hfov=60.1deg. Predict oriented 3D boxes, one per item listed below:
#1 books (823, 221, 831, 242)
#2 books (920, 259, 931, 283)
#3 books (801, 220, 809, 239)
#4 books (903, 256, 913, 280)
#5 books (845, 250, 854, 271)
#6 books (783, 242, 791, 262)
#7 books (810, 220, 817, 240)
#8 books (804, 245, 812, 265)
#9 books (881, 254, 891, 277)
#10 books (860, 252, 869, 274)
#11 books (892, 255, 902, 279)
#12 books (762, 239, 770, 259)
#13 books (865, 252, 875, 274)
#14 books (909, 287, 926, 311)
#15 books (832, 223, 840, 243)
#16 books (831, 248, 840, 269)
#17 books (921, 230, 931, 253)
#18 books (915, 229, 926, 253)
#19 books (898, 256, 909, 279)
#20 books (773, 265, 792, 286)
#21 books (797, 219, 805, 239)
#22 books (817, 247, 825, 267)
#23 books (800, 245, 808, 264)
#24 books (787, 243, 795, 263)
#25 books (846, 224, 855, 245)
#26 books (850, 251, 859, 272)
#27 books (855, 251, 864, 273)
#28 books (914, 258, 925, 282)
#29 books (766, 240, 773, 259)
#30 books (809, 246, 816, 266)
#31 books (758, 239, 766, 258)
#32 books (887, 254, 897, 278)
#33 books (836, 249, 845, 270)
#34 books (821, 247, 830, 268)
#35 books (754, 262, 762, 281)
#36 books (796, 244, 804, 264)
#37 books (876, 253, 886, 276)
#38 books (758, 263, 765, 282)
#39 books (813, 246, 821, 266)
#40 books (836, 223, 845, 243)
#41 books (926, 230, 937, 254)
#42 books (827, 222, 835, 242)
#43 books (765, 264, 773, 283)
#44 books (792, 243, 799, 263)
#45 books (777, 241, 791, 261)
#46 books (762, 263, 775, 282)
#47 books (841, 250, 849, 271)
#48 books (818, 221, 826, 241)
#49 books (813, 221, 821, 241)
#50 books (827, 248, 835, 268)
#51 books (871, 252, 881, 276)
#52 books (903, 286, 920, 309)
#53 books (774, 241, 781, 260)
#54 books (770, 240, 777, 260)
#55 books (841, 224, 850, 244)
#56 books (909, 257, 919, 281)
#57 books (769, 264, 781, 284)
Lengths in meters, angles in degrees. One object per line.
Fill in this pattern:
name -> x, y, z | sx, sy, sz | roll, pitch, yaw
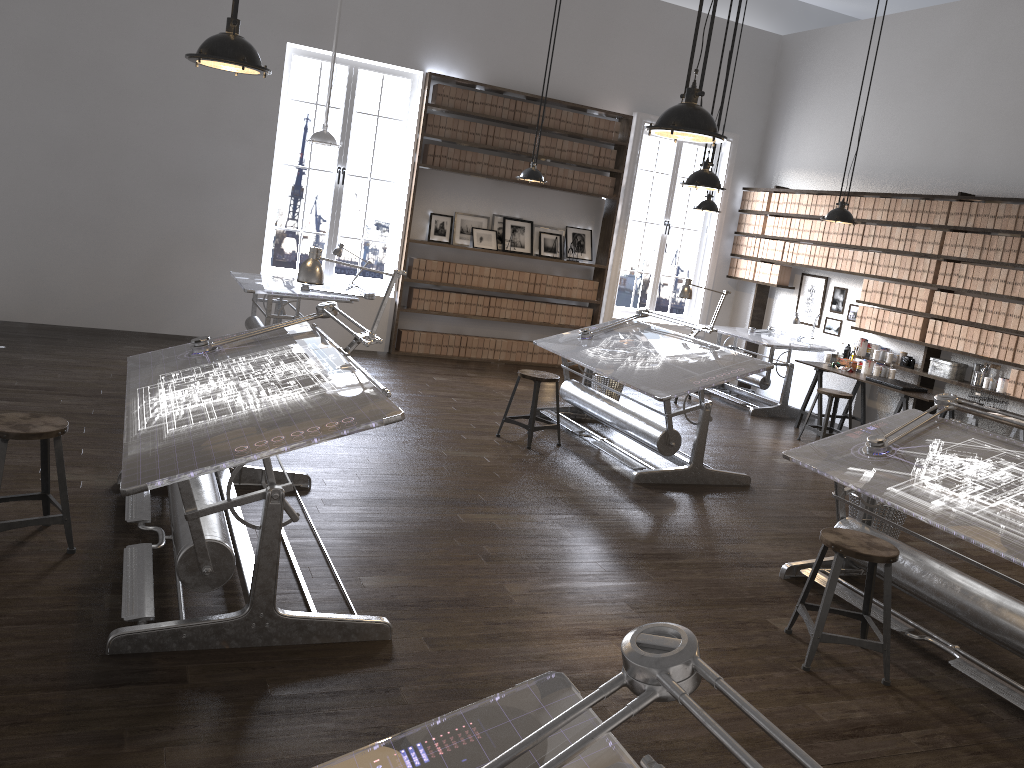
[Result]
books -> 3.469, -1.635, 9.582 | 0.174, 0.224, 0.067 | 5, 9, -24
books -> 3.959, -1.060, 8.353 | 0.174, 0.224, 0.067 | 5, 9, -24
books -> 3.339, -1.711, 9.891 | 0.174, 0.224, 0.067 | 5, 9, -24
books -> 3.877, -1.107, 8.542 | 0.174, 0.224, 0.067 | 5, 9, -24
books -> 3.583, -1.273, 9.237 | 0.174, 0.224, 0.067 | 5, 9, -24
books -> 3.205, -1.497, 10.139 | 0.174, 0.224, 0.067 | 5, 9, -24
books -> 3.390, -1.681, 9.769 | 0.174, 0.224, 0.067 | 5, 9, -24
books -> 3.342, -1.415, 9.808 | 0.174, 0.224, 0.067 | 5, 9, -24
books -> 3.778, -1.168, 8.791 | 0.174, 0.224, 0.067 | 5, 9, -24
books -> 3.662, -1.227, 9.054 | 0.174, 0.224, 0.067 | 5, 9, -24
books -> 3.830, -1.136, 8.661 | 0.174, 0.224, 0.067 | 5, 9, -24
books -> 3.066, -1.587, 10.471 | 0.174, 0.224, 0.067 | 5, 9, -24
books -> 3.691, -1.216, 8.981 | 0.174, 0.224, 0.067 | 5, 9, -24
books -> 3.897, -0.804, 8.450 | 0.174, 0.224, 0.067 | 5, 9, -24
books -> 3.520, -1.603, 9.455 | 0.174, 0.224, 0.067 | 5, 9, -24
books -> 3.505, -1.320, 9.427 | 0.174, 0.224, 0.067 | 5, 9, -24
books -> 3.978, -1.334, 8.375 | 0.174, 0.224, 0.067 | 5, 9, -24
books -> 3.948, -1.349, 8.434 | 0.174, 0.224, 0.067 | 5, 9, -24
books -> 3.856, -1.122, 8.605 | 0.174, 0.224, 0.067 | 5, 9, -24
books -> 3.132, -1.254, 10.257 | 0.174, 0.224, 0.067 | 5, 9, -24
books -> 3.312, -1.727, 9.955 | 0.174, 0.224, 0.067 | 5, 9, -24
books -> 3.425, -1.369, 9.628 | 0.174, 0.224, 0.067 | 5, 9, -24
books -> 3.317, -1.431, 9.875 | 0.174, 0.224, 0.067 | 5, 9, -24
books -> 3.235, -1.479, 10.064 | 0.174, 0.224, 0.067 | 5, 9, -24
books -> 3.601, -1.556, 9.267 | 0.174, 0.224, 0.067 | 5, 9, -24
books -> 3.613, -1.257, 9.178 | 0.174, 0.224, 0.067 | 5, 9, -24
books -> 3.636, -1.243, 9.120 | 0.174, 0.224, 0.067 | 5, 9, -24
books -> 3.936, -1.075, 8.419 | 0.174, 0.224, 0.067 | 5, 9, -24
books -> 3.096, -1.571, 10.409 | 0.174, 0.224, 0.067 | 5, 9, -24
books -> 3.369, -1.399, 9.742 | 0.174, 0.224, 0.067 | 5, 9, -24
books -> 3.035, -1.603, 10.535 | 0.174, 0.224, 0.067 | 5, 9, -24
books -> 3.801, -1.153, 8.726 | 0.174, 0.224, 0.067 | 5, 9, -24
books -> 3.536, -1.304, 9.364 | 0.174, 0.224, 0.067 | 5, 9, -24
books -> 3.448, -1.353, 9.559 | 0.174, 0.224, 0.067 | 5, 9, -24
books -> 2.998, -1.332, 10.565 | 0.174, 0.224, 0.067 | 5, 9, -24
books -> 3.294, -1.447, 9.940 | 0.174, 0.224, 0.067 | 5, 9, -24
books -> 3.753, -1.184, 8.855 | 0.174, 0.224, 0.067 | 5, 9, -24
books -> 3.027, -1.315, 10.500 | 0.174, 0.224, 0.067 | 5, 9, -24
books -> 3.398, -1.384, 9.687 | 0.174, 0.224, 0.067 | 5, 9, -24
books -> 3.545, -1.587, 9.388 | 0.174, 0.224, 0.067 | 5, 9, -24
books -> 4.001, -1.320, 8.318 | 0.174, 0.224, 0.067 | 5, 9, -24
books -> 3.497, -1.619, 9.520 | 0.174, 0.224, 0.067 | 5, 9, -24
books -> 3.074, -1.286, 10.382 | 0.174, 0.224, 0.067 | 5, 9, -24
books -> 3.265, -1.463, 10.002 | 0.174, 0.224, 0.067 | 5, 9, -24
books -> 3.169, -1.524, 10.218 | 0.174, 0.224, 0.067 | 5, 9, -24
books -> 3.053, -1.301, 10.444 | 0.174, 0.224, 0.067 | 5, 9, -24
books -> 3.563, -1.288, 9.300 | 0.174, 0.224, 0.067 | 5, 9, -24
books -> 3.438, -1.651, 9.644 | 0.174, 0.224, 0.067 | 5, 9, -24
books -> 3.412, -1.667, 9.711 | 0.174, 0.224, 0.067 | 5, 9, -24
books -> 3.482, -1.336, 9.493 | 0.174, 0.224, 0.067 | 5, 9, -24
books -> 3.722, -1.200, 8.917 | 0.174, 0.224, 0.067 | 5, 9, -24
books -> 3.863, -0.821, 8.515 | 0.174, 0.224, 0.067 | 5, 9, -24
books -> 3.149, -1.538, 10.277 | 0.174, 0.224, 0.067 | 5, 9, -24
books -> 3.121, -1.555, 10.345 | 0.174, 0.224, 0.067 | 5, 9, -24
books -> 3.573, -1.571, 9.322 | 0.174, 0.224, 0.067 | 5, 9, -24
books -> 3.908, -1.091, 8.484 | 0.174, 0.224, 0.067 | 5, 9, -24
books -> 3.107, -1.270, 10.321 | 0.174, 0.224, 0.067 | 5, 9, -24
